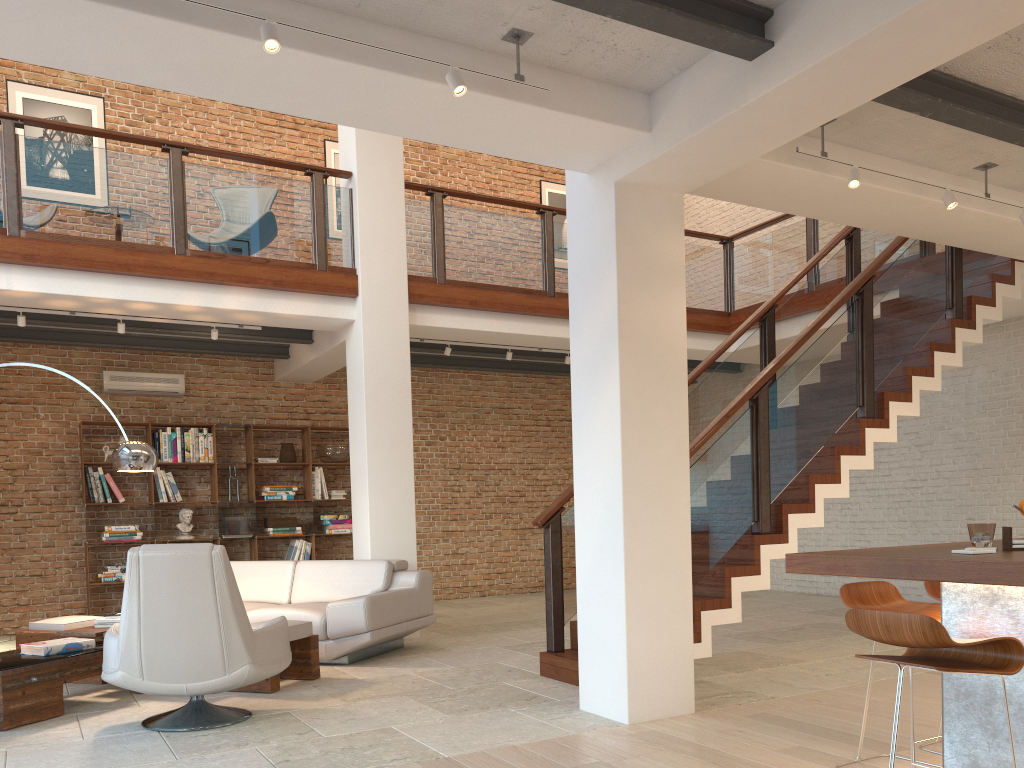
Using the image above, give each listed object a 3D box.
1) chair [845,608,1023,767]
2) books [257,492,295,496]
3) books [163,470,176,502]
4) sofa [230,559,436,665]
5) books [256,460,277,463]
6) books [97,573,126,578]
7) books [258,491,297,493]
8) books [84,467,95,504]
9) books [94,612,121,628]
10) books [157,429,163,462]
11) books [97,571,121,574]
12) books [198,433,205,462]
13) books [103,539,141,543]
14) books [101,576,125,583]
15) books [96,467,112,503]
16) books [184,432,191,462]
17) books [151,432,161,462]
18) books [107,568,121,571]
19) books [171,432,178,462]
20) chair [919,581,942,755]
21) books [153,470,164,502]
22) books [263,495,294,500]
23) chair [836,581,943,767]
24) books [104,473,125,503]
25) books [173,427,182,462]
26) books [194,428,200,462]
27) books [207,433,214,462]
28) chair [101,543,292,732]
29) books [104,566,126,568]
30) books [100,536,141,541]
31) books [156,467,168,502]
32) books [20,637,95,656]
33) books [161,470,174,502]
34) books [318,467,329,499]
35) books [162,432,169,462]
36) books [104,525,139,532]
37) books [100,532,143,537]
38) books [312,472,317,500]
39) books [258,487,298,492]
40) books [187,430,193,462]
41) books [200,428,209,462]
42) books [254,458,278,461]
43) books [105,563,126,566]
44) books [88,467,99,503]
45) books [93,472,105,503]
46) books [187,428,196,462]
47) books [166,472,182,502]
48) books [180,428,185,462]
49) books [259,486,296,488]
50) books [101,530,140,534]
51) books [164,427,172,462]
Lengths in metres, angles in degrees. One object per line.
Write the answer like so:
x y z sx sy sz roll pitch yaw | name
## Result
1.301 1.085 2.753 0.422 0.771 0.406 -1 0 -29 | chair
-2.727 1.275 10.079 0.380 0.036 0.247 3 -10 -29 | books
-3.758 1.121 9.511 0.124 0.347 0.273 -2 -1 -29 | books
-1.920 1.862 7.267 2.337 0.752 1.150 -5 -6 21 | sofa
-2.806 0.890 9.958 0.206 0.033 0.134 3 -9 -29 | books
-4.200 2.023 9.272 0.380 0.036 0.247 3 -10 -29 | books
-2.709 1.247 10.076 0.380 0.018 0.246 5 -11 -36 | books
-4.429 1.063 9.125 0.091 0.383 0.245 -3 0 -30 | books
-2.806 1.694 6.283 0.250 0.074 0.405 -2 -8 3 | books
-3.825 0.685 9.464 0.020 0.357 0.273 -3 -1 -30 | books
-4.183 1.995 9.269 0.380 0.018 0.246 5 -11 -36 | books
-3.456 0.716 9.654 0.055 0.328 0.256 -3 -1 -30 | books
-4.161 1.669 9.280 0.356 0.020 0.275 3 -10 -29 | books
-4.177 2.069 9.276 0.326 0.055 0.257 1 -9 -19 | books
-4.301 1.071 9.191 0.121 0.380 0.245 -2 -1 -29 | books
-3.583 0.708 9.572 0.055 0.328 0.256 -3 -1 -30 | books
-3.859 0.697 9.447 0.055 0.328 0.256 -3 -1 -30 | books
-4.196 1.972 9.288 0.206 0.033 0.134 3 -9 -29 | books
-3.709 0.705 9.530 0.055 0.328 0.256 -3 -1 -30 | books
2.037 1.217 3.781 0.404 0.771 0.424 -2 0 -29 | chair
-3.859 1.099 9.459 0.101 0.382 0.245 -2 0 -30 | books
-2.703 1.321 10.083 0.326 0.055 0.257 1 -9 -19 | books
1.567 1.192 3.519 0.404 0.771 0.424 -2 0 -29 | chair
-4.231 1.110 9.258 0.194 0.317 0.256 -1 -2 -29 | books
-3.659 0.677 9.535 0.036 0.382 0.245 -3 0 -30 | books
-3.500 0.688 9.635 0.036 0.382 0.245 -3 0 -30 | books
-3.382 0.724 9.721 0.055 0.328 0.256 -3 -1 -30 | books
-1.745 1.361 4.748 1.026 1.011 0.979 -1 -3 -13 | chair
-4.205 1.946 9.291 0.236 0.018 0.172 4 -10 -36 | books
-4.167 1.639 9.269 0.380 0.036 0.246 4 -10 -34 | books
-3.814 1.098 9.457 0.103 0.382 0.245 -2 -1 -30 | books
-2.767 1.600 5.315 0.256 0.056 0.328 -6 -9 30 | books
-3.772 1.118 9.492 0.124 0.347 0.273 -2 -1 -29 | books
-2.267 1.184 10.349 0.101 0.382 0.245 -2 0 -30 | books
-3.782 0.698 9.469 0.055 0.328 0.256 -3 -1 -30 | books
-4.160 1.538 9.283 0.326 0.055 0.257 2 -9 -27 | books
-4.155 1.601 9.267 0.380 0.036 0.246 4 -10 -35 | books
-2.370 1.202 10.267 0.055 0.328 0.256 -3 -1 -30 | books
-2.704 1.219 10.069 0.380 0.036 0.246 4 -10 -35 | books
-3.557 0.698 9.604 0.020 0.357 0.273 -3 -1 -30 | books
-3.418 0.692 9.681 0.036 0.382 0.245 -3 0 -30 | books
-2.816 0.864 9.960 0.236 0.018 0.172 4 -10 -36 | books
-4.188 1.918 9.276 0.252 0.017 0.164 3 -10 -29 | books
-4.400 1.066 9.150 0.091 0.383 0.245 -3 0 -30 | books
-4.364 1.096 9.192 0.102 0.332 0.256 -2 -1 -30 | books
-3.539 0.688 9.629 0.036 0.382 0.245 -3 0 -30 | books
-3.709 1.130 9.522 0.158 0.327 0.256 -2 -2 -29 | books
-3.632 0.680 9.562 0.036 0.382 0.245 -3 0 -30 | books
-2.717 1.193 10.084 0.356 0.020 0.275 3 -10 -31 | books
-4.167 1.576 9.283 0.356 0.020 0.275 3 -10 -31 | books
-3.744 0.674 9.494 0.036 0.382 0.245 -3 0 -30 | books
